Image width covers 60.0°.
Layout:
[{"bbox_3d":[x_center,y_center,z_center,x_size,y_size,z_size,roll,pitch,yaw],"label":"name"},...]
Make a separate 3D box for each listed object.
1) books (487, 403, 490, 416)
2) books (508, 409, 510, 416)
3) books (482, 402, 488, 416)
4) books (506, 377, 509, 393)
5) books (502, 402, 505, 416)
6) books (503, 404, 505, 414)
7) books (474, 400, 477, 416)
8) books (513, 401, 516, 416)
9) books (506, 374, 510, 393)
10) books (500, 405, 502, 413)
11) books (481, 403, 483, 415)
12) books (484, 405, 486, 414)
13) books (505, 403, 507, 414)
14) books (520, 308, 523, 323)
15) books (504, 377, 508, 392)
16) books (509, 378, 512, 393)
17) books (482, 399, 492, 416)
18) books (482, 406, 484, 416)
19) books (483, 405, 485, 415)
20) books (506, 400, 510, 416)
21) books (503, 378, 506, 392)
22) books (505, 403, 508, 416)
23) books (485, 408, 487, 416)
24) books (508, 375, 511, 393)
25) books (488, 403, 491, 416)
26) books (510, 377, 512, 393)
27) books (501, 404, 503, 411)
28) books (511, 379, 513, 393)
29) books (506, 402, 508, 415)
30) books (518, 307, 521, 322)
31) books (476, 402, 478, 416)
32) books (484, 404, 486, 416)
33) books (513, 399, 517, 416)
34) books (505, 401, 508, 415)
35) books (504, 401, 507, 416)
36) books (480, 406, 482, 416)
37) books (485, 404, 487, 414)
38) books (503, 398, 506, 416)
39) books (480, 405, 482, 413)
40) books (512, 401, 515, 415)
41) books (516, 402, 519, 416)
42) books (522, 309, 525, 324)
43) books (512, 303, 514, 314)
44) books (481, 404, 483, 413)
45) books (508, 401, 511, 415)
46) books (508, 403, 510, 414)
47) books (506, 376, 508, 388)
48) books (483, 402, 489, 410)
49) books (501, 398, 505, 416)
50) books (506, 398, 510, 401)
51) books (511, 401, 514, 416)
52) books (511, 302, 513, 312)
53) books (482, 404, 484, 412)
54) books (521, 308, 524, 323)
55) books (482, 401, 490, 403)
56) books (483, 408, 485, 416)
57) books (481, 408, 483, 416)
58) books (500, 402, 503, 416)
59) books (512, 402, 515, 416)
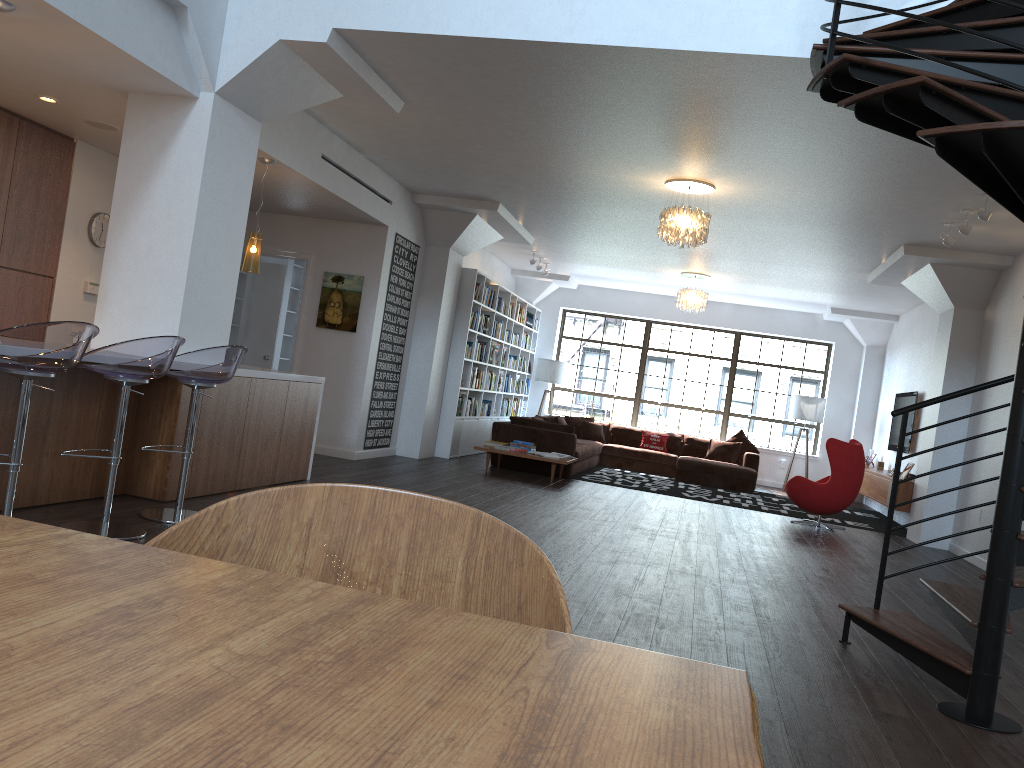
[{"bbox_3d":[-0.412,0.363,12.963,0.146,0.202,0.027,9,0,12],"label":"books"},{"bbox_3d":[-0.118,0.401,14.336,0.161,0.223,0.027,9,0,12],"label":"books"},{"bbox_3d":[-0.429,0.366,12.906,0.139,0.191,0.036,9,0,12],"label":"books"},{"bbox_3d":[-0.148,-0.001,13.894,0.182,0.253,0.098,9,0,12],"label":"books"},{"bbox_3d":[-0.207,0.373,13.892,0.160,0.250,0.026,9,0,12],"label":"books"},{"bbox_3d":[-0.202,0.387,13.916,0.161,0.223,0.026,9,0,12],"label":"books"},{"bbox_3d":[-0.575,0.320,12.254,0.174,0.236,0.142,9,0,12],"label":"books"},{"bbox_3d":[-0.035,0.399,14.713,0.183,0.253,0.037,9,0,12],"label":"books"},{"bbox_3d":[-0.140,-0.019,14.000,0.197,0.290,0.136,9,0,12],"label":"books"},{"bbox_3d":[-0.256,0.370,13.734,0.174,0.240,0.045,9,0,12],"label":"books"},{"bbox_3d":[-0.492,0.359,12.655,0.134,0.184,0.030,9,0,12],"label":"books"},{"bbox_3d":[-0.442,0.376,12.800,0.107,0.167,0.017,9,0,12],"label":"books"},{"bbox_3d":[-0.179,0.376,14.030,0.183,0.253,0.034,9,0,12],"label":"books"},{"bbox_3d":[0.065,-1.104,14.173,0.183,0.253,0.034,9,0,12],"label":"books"},{"bbox_3d":[-0.171,-0.001,13.810,0.174,0.243,0.085,9,0,12],"label":"books"},{"bbox_3d":[-0.102,0.011,14.144,0.174,0.242,0.105,9,0,12],"label":"books"},{"bbox_3d":[-0.383,0.353,13.128,0.140,0.231,0.042,9,0,12],"label":"books"},{"bbox_3d":[-0.466,0.379,12.713,0.110,0.153,0.019,9,0,12],"label":"books"},{"bbox_3d":[-0.459,0.374,12.751,0.120,0.167,0.020,9,0,12],"label":"books"},{"bbox_3d":[-0.143,0.382,14.188,0.183,0.253,0.034,9,0,12],"label":"books"},{"bbox_3d":[-0.193,-0.010,13.711,0.182,0.255,0.077,9,0,12],"label":"books"},{"bbox_3d":[-0.164,0.394,14.116,0.161,0.223,0.027,9,0,12],"label":"books"},{"bbox_3d":[-0.434,0.372,12.877,0.128,0.178,0.021,9,0,12],"label":"books"},{"bbox_3d":[-0.122,-0.017,14.060,0.176,0.293,0.125,9,0,12],"label":"books"},{"bbox_3d":[-0.399,0.366,13.044,0.146,0.202,0.027,9,0,12],"label":"books"},{"bbox_3d":[-0.093,0.009,14.197,0.170,0.251,0.118,9,0,12],"label":"books"},{"bbox_3d":[-0.243,0.377,13.799,0.168,0.231,0.037,9,0,12],"label":"books"},{"bbox_3d":[-0.073,0.027,14.268,0.161,0.222,0.084,9,0,12],"label":"books"},{"bbox_3d":[-0.163,0.386,14.152,0.174,0.240,0.045,9,0,12],"label":"books"},{"bbox_3d":[0.049,-1.103,14.092,0.171,0.246,0.057,9,0,12],"label":"books"},{"bbox_3d":[-0.557,0.338,12.308,0.161,0.207,0.135,9,0,12],"label":"books"},{"bbox_3d":[-0.446,0.375,12.823,0.122,0.169,0.023,9,0,12],"label":"books"},{"bbox_3d":[-0.037,0.384,14.774,0.198,0.284,0.066,9,0,12],"label":"books"},{"bbox_3d":[-0.173,0.381,14.075,0.171,0.246,0.057,9,0,12],"label":"books"},{"bbox_3d":[-0.190,0.374,13.999,0.183,0.253,0.034,9,0,12],"label":"books"},{"bbox_3d":[-0.494,0.362,12.607,0.128,0.178,0.022,9,0,12],"label":"books"},{"bbox_3d":[-0.440,0.374,12.850,0.126,0.173,0.032,9,0,12],"label":"books"},{"bbox_3d":[-0.197,0.354,13.957,0.176,0.290,0.053,9,0,12],"label":"books"},{"bbox_3d":[-0.503,0.350,12.588,0.127,0.200,0.020,9,0,12],"label":"books"},{"bbox_3d":[-0.066,0.394,14.571,0.183,0.253,0.037,9,0,12],"label":"books"},{"bbox_3d":[0.024,0.413,15.014,0.171,0.246,0.057,9,0,12],"label":"books"},{"bbox_3d":[0.105,-1.098,14.338,0.183,0.253,0.034,9,0,12],"label":"books"},{"bbox_3d":[-0.067,-1.124,13.565,0.160,0.251,0.039,9,0,12],"label":"books"},{"bbox_3d":[-0.491,0.362,12.629,0.128,0.178,0.021,9,0,12],"label":"books"},{"bbox_3d":[-0.121,0.387,14.311,0.160,0.250,0.026,9,0,12],"label":"books"},{"bbox_3d":[-0.132,0.381,14.270,0.180,0.259,0.060,9,0,12],"label":"books"},{"bbox_3d":[-0.168,-0.006,13.851,0.182,0.255,0.077,9,0,12],"label":"books"},{"bbox_3d":[-0.426,0.361,12.938,0.146,0.202,0.027,9,0,12],"label":"books"},{"bbox_3d":[-0.229,0.352,13.850,0.198,0.284,0.066,9,0,12],"label":"books"},{"bbox_3d":[-0.142,0.364,14.223,0.176,0.290,0.036,9,0,12],"label":"books"},{"bbox_3d":[-0.078,0.392,14.537,0.183,0.253,0.036,9,0,12],"label":"books"},{"bbox_3d":[-0.084,-1.127,13.501,0.160,0.251,0.031,9,0,12],"label":"books"},{"bbox_3d":[-0.473,0.369,12.697,0.109,0.171,0.018,9,0,12],"label":"books"},{"bbox_3d":[0.079,-1.101,14.238,0.183,0.253,0.034,9,0,12],"label":"books"},{"bbox_3d":[-0.407,0.362,13.086,0.144,0.207,0.048,9,0,12],"label":"books"},{"bbox_3d":[-0.447,0.378,12.775,0.106,0.162,0.032,9,0,12],"label":"books"},{"bbox_3d":[-0.486,0.363,12.680,0.128,0.178,0.022,9,0,12],"label":"books"},{"bbox_3d":[-0.239,0.381,13.766,0.161,0.223,0.026,9,0,12],"label":"books"},{"bbox_3d":[-0.063,0.395,14.607,0.183,0.253,0.036,9,0,12],"label":"books"}]
